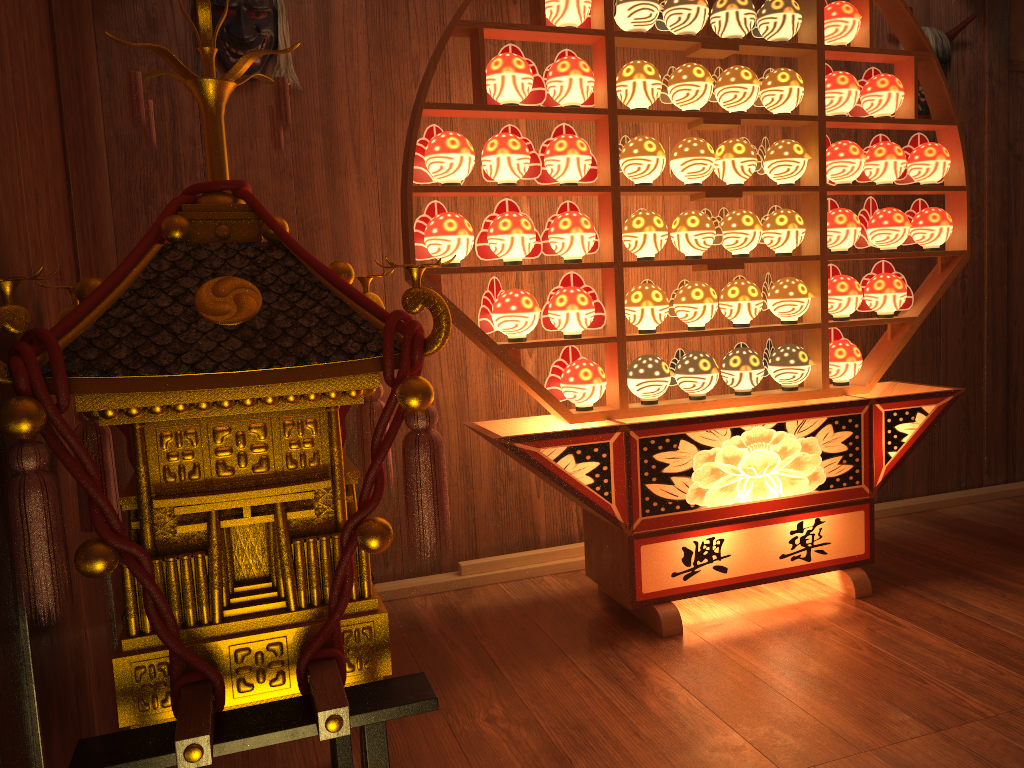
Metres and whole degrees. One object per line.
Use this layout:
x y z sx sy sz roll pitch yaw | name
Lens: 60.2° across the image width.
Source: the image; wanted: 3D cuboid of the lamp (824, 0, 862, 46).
1.066 -1.188 2.873 0.207 0.200 0.152 -7 7 -34 | lamp

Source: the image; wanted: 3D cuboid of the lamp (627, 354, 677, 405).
0.432 -0.022 2.739 0.155 0.167 0.141 -2 6 11 | lamp

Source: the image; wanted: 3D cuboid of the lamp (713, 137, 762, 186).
0.699 -0.703 2.787 0.135 0.167 0.162 2 7 36 | lamp

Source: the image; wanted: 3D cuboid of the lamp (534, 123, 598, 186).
0.163 -0.673 2.575 0.201 0.200 0.156 -3 6 -4 | lamp

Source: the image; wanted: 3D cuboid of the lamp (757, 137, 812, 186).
0.890 -0.720 2.849 0.151 0.173 0.144 2 8 41 | lamp

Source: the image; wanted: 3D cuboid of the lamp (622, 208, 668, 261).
0.405 -0.457 2.686 0.139 0.167 0.157 -3 6 2 | lamp

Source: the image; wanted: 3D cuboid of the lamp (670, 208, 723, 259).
0.558 -0.468 2.751 0.162 0.161 0.134 -8 8 -43 | lamp

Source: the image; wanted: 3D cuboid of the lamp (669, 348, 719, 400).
0.591 -0.031 2.794 0.144 0.161 0.151 -8 8 -38 | lamp

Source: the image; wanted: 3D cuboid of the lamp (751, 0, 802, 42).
0.847 -1.156 2.792 0.140 0.173 0.156 -3 6 -4 | lamp

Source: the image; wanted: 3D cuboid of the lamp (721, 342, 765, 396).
0.744 -0.047 2.853 0.137 0.167 0.159 -2 6 11 | lamp

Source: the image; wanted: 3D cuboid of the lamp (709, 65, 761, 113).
0.710 -0.922 2.762 0.144 0.167 0.151 -8 8 -38 | lamp

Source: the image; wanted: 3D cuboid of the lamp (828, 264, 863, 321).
1.108 -0.309 2.964 0.188 0.194 0.155 -4 6 -9 | lamp

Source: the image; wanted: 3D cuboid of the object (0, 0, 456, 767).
-0.441 0.123 1.445 0.621 1.515 0.791 -5 6 -18 | object

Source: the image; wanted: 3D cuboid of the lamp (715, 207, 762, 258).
0.731 -0.484 2.807 0.144 0.167 0.152 -7 7 -33 | lamp

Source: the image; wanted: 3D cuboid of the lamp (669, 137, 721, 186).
0.567 -0.688 2.733 0.155 0.161 0.141 -2 6 11 | lamp

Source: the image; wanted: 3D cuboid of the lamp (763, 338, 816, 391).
0.926 -0.065 2.921 0.152 0.173 0.144 2 7 36 | lamp

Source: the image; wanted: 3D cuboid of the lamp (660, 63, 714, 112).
0.552 -0.906 2.703 0.144 0.161 0.151 -8 8 -38 | lamp

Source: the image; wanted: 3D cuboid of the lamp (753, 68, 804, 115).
0.863 -0.938 2.816 0.142 0.173 0.154 -4 6 -14 | lamp

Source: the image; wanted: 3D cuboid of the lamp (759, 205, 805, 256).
0.881 -0.500 2.862 0.140 0.173 0.156 -3 6 -4 | lamp

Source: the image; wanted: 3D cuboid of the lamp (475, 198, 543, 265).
-0.001 -0.440 2.533 0.203 0.200 0.155 -4 6 -9 | lamp

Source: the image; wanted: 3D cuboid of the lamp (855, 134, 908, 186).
1.260 -0.760 2.986 0.179 0.191 0.159 -2 6 11 | lamp

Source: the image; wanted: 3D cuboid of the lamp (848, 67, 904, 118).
1.242 -0.980 2.957 0.190 0.195 0.156 -3 6 -4 | lamp

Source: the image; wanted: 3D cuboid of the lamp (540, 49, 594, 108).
0.170 -0.891 2.559 0.190 0.195 0.156 -3 6 -4 | lamp

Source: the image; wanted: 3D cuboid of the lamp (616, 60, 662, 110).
0.377 -0.895 2.640 0.137 0.167 0.159 -2 6 11 | lamp

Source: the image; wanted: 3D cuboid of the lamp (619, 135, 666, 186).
0.400 -0.676 2.662 0.144 0.167 0.151 -8 8 -38 | lamp

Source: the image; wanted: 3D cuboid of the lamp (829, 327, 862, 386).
1.115 -0.093 2.989 0.196 0.198 0.156 -3 6 -4 | lamp

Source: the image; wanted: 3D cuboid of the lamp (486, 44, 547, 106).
-0.011 -0.879 2.495 0.199 0.200 0.158 -2 6 6 | lamp

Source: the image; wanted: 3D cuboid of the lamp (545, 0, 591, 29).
0.159 -1.112 2.536 0.201 0.200 0.156 -3 6 -4 | lamp

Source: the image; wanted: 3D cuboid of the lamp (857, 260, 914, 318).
1.280 -0.327 3.029 0.197 0.200 0.160 -1 6 16 | lamp

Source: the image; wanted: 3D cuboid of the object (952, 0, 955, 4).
1.493 -1.395 2.763 0.234 0.318 0.357 -5 7 -23 | object

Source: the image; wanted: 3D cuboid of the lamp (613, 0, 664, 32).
0.378 -1.116 2.631 0.158 0.167 0.138 -3 6 -4 | lamp

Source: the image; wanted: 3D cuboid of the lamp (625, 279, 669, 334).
0.411 -0.238 2.710 0.137 0.167 0.159 -2 6 11 | lamp

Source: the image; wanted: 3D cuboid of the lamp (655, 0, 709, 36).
0.532 -1.124 2.675 0.143 0.161 0.152 -6 7 -28 | lamp

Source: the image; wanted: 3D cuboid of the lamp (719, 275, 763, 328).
0.733 -0.265 2.829 0.137 0.167 0.159 -2 6 11 | lamp

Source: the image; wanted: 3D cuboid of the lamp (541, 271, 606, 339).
0.175 -0.234 2.617 0.199 0.200 0.158 -2 6 6 | lamp

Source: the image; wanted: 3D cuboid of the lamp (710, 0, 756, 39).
0.682 -1.140 2.737 0.136 0.167 0.160 0 6 21 | lamp

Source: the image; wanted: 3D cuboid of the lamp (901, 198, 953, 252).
1.465 -0.558 3.077 0.185 0.192 0.155 -4 6 -9 | lamp

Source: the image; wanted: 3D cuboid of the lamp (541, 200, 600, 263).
0.177 -0.451 2.600 0.184 0.192 0.156 -3 6 -4 | lamp

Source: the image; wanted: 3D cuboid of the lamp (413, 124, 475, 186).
-0.168 -0.639 2.454 0.196 0.187 0.152 -8 8 -39 | lamp

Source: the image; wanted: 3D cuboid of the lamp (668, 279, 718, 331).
0.580 -0.249 2.769 0.142 0.161 0.153 -5 6 -18 | lamp

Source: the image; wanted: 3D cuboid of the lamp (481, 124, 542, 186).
-0.020 -0.654 2.511 0.179 0.191 0.159 -2 6 11 | lamp

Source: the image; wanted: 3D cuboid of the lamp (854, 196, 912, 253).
1.291 -0.547 3.013 0.207 0.200 0.152 -7 7 -34 | lamp

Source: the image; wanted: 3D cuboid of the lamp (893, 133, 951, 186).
1.442 -0.780 3.050 0.201 0.200 0.156 -3 6 -4 | lamp

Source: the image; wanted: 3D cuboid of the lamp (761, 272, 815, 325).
0.915 -0.283 2.895 0.152 0.173 0.144 2 7 36 | lamp

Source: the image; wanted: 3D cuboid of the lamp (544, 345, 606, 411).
0.218 -0.019 2.656 0.200 0.198 0.152 -6 7 -29 | lamp

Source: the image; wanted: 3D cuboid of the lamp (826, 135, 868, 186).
1.105 -0.745 2.926 0.196 0.187 0.152 -8 8 -39 | lamp

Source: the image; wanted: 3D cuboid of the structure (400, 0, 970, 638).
0.648 -0.407 2.785 2.005 2.196 0.479 -5 6 -20 | structure

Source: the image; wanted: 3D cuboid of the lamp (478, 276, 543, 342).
0.018 -0.219 2.566 0.152 0.194 0.191 1 7 31 | lamp

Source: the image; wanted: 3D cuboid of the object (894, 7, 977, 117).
1.749 -1.299 3.669 0.372 0.454 0.134 -5 6 -20 | object

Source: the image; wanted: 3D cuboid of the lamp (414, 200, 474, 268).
-0.172 -0.423 2.470 0.195 0.195 0.152 -7 7 -34 | lamp

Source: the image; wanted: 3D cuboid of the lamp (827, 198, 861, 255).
1.093 -0.528 2.939 0.191 0.195 0.155 -4 6 -9 | lamp

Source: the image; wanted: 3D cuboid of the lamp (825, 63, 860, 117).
1.072 -0.969 2.893 0.205 0.200 0.153 -5 6 -19 | lamp

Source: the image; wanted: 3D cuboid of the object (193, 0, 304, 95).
-0.824 -1.113 2.712 0.372 0.454 0.134 -5 6 -20 | object
